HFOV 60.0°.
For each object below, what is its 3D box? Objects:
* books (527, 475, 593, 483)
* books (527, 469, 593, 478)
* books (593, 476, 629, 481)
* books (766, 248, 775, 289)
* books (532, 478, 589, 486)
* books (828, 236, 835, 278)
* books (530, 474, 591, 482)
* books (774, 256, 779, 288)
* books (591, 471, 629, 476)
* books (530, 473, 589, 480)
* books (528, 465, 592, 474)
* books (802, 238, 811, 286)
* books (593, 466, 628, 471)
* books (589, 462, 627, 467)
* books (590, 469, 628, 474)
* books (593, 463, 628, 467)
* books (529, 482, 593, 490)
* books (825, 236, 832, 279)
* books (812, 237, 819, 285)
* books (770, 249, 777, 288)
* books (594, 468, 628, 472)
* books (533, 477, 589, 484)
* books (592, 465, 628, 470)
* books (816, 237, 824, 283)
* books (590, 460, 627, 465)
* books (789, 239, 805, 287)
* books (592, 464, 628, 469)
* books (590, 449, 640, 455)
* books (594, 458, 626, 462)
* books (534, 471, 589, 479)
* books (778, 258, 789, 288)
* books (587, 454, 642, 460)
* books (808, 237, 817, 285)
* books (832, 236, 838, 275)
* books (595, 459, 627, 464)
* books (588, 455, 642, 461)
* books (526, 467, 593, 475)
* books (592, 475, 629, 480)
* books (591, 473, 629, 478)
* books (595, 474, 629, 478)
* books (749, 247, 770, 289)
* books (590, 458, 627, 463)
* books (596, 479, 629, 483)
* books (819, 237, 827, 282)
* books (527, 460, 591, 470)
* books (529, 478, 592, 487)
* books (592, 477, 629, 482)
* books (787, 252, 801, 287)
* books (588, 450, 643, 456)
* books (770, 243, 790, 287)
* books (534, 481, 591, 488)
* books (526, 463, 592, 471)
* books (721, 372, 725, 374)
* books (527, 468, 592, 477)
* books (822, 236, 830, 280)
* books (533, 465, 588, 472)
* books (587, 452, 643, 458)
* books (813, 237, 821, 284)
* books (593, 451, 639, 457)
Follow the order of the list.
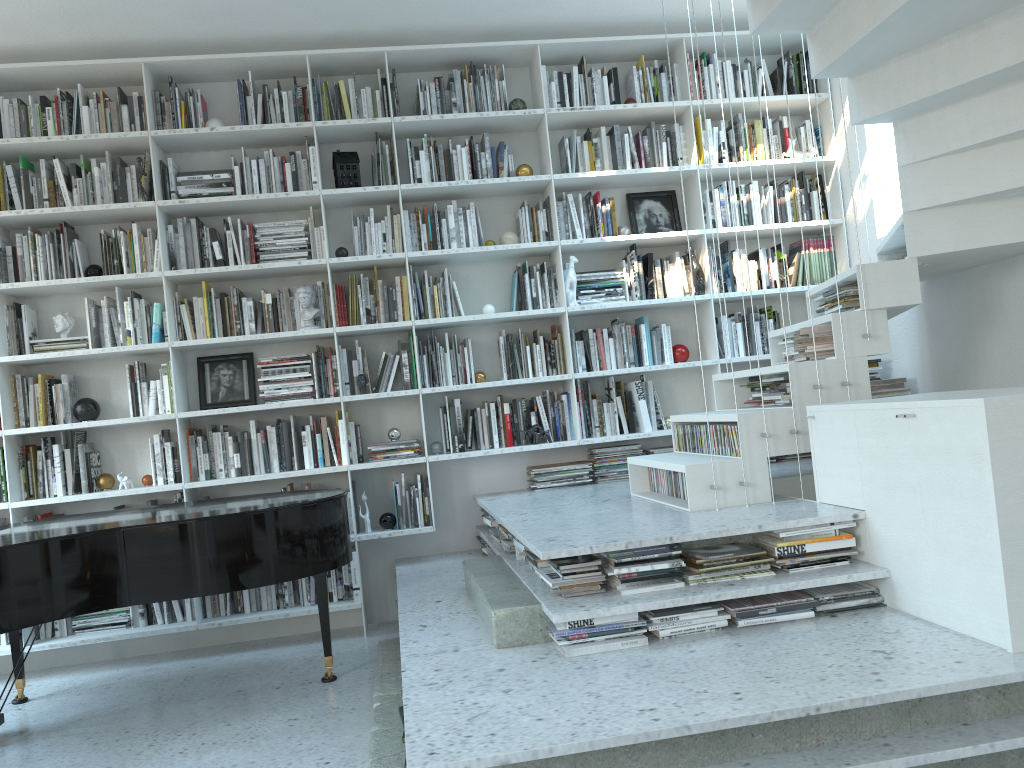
[{"bbox_3d":[0.270,0.536,5.049,0.345,0.007,0.193,-6,-2,-10],"label":"books"},{"bbox_3d":[0.270,0.505,5.047,0.345,0.007,0.193,-6,-2,-11],"label":"books"},{"bbox_3d":[0.603,0.534,5.091,0.254,0.007,0.161,-6,-2,-4],"label":"books"},{"bbox_3d":[1.508,-0.664,5.265,0.012,0.254,0.161,-6,-1,-8],"label":"books"},{"bbox_3d":[0.271,0.551,5.043,0.308,0.008,0.195,-6,-2,-4],"label":"books"},{"bbox_3d":[1.874,-0.722,5.291,0.018,0.293,0.169,-6,-1,-8],"label":"books"},{"bbox_3d":[0.270,0.528,5.041,0.308,0.008,0.195,-6,-2,-13],"label":"books"},{"bbox_3d":[1.547,-0.644,5.276,0.014,0.207,0.138,-6,-1,-8],"label":"books"},{"bbox_3d":[0.602,0.506,5.089,0.285,0.007,0.159,-6,-2,-3],"label":"books"},{"bbox_3d":[0.268,0.521,5.054,0.308,0.008,0.195,-6,-2,-8],"label":"books"},{"bbox_3d":[0.267,0.483,5.050,0.345,0.007,0.193,-6,-2,-6],"label":"books"},{"bbox_3d":[1.723,-0.706,5.280,0.033,0.294,0.169,-6,-1,-8],"label":"books"},{"bbox_3d":[0.598,0.479,5.091,0.285,0.007,0.159,-6,-2,-12],"label":"books"},{"bbox_3d":[0.595,0.452,5.099,0.285,0.007,0.159,-6,-2,-7],"label":"books"},{"bbox_3d":[0.600,0.492,5.096,0.285,0.007,0.159,-6,-2,-6],"label":"books"},{"bbox_3d":[0.595,0.458,5.099,0.254,0.007,0.161,-6,-2,-7],"label":"books"},{"bbox_3d":[0.273,0.573,5.042,0.345,0.007,0.193,-6,-2,-4],"label":"books"},{"bbox_3d":[1.855,-0.720,5.299,0.018,0.293,0.169,-6,-1,-8],"label":"books"},{"bbox_3d":[1.765,-0.711,5.286,0.018,0.293,0.169,-6,-1,-8],"label":"books"},{"bbox_3d":[1.526,-0.663,5.271,0.025,0.248,0.134,-6,-1,-8],"label":"books"},{"bbox_3d":[0.599,0.485,5.092,0.254,0.007,0.161,-6,-2,-12],"label":"books"},{"bbox_3d":[0.269,0.543,5.048,0.308,0.008,0.195,-6,-2,-6],"label":"books"},{"bbox_3d":[0.597,0.472,5.098,0.254,0.007,0.161,-6,-2,-7],"label":"books"},{"bbox_3d":[1.801,-0.714,5.287,0.018,0.293,0.169,-6,-1,-8],"label":"books"},{"bbox_3d":[0.593,0.445,5.102,0.285,0.007,0.159,-6,-2,-8],"label":"books"},{"bbox_3d":[1.686,-0.700,5.275,0.072,0.291,0.169,-6,-1,-8],"label":"books"},{"bbox_3d":[0.597,0.465,5.089,0.285,0.007,0.159,-6,-2,-13],"label":"books"},{"bbox_3d":[0.590,0.390,5.091,0.254,0.006,0.161,-6,-2,-13],"label":"books"},{"bbox_3d":[0.589,0.428,5.099,0.254,0.006,0.161,-6,-2,-9],"label":"books"},{"bbox_3d":[0.271,0.513,5.042,0.308,0.008,0.195,-6,-2,-3],"label":"books"},{"bbox_3d":[1.573,-0.635,5.239,0.024,0.181,0.191,-6,-1,-8],"label":"books"},{"bbox_3d":[0.588,0.417,5.099,0.285,0.005,0.159,-6,-2,-9],"label":"books"},{"bbox_3d":[1.749,-0.709,5.270,0.018,0.293,0.169,-6,-1,-8],"label":"books"},{"bbox_3d":[1.890,-0.723,5.304,0.018,0.293,0.169,-6,-1,-8],"label":"books"},{"bbox_3d":[0.590,0.439,5.101,0.254,0.006,0.161,-6,-2,-8],"label":"books"},{"bbox_3d":[0.589,0.423,5.099,0.285,0.005,0.159,-6,-2,-7],"label":"books"},{"bbox_3d":[0.269,0.490,5.042,0.345,0.007,0.193,-6,-2,-13],"label":"books"},{"bbox_3d":[0.601,0.527,5.099,0.254,0.007,0.161,-6,-2,-8],"label":"books"},{"bbox_3d":[0.600,0.513,5.091,0.285,0.007,0.159,-6,-2,-12],"label":"books"},{"bbox_3d":[0.600,0.520,5.097,0.254,0.007,0.161,-6,-2,-7],"label":"books"},{"bbox_3d":[1.466,-0.663,5.252,0.029,0.259,0.171,-6,-1,-8],"label":"books"},{"bbox_3d":[0.590,0.433,5.097,0.285,0.005,0.159,-6,-2,-10],"label":"books"},{"bbox_3d":[0.604,0.547,5.092,0.254,0.007,0.161,-6,-2,-5],"label":"books"},{"bbox_3d":[1.819,-0.716,5.294,0.018,0.293,0.169,-6,-1,-8],"label":"books"},{"bbox_3d":[0.265,0.461,5.051,0.345,0.007,0.193,-6,-2,-6],"label":"books"},{"bbox_3d":[0.272,0.558,5.040,0.345,0.007,0.193,-6,-2,-3],"label":"books"},{"bbox_3d":[0.602,0.541,5.100,0.285,0.007,0.159,-6,-2,-8],"label":"books"},{"bbox_3d":[1.651,-0.657,5.267,0.088,0.217,0.167,-6,-1,-8],"label":"books"},{"bbox_3d":[0.590,0.395,5.095,0.285,0.005,0.159,-6,-2,-11],"label":"books"},{"bbox_3d":[1.589,-0.684,5.271,0.026,0.277,0.170,-6,-1,-8],"label":"books"},{"bbox_3d":[0.272,0.566,5.043,0.308,0.008,0.195,-6,-2,-12],"label":"books"},{"bbox_3d":[0.266,0.468,5.051,0.345,0.007,0.193,-6,-2,-10],"label":"books"},{"bbox_3d":[1.214,0.080,5.120,0.011,0.293,0.144,-6,-1,-8],"label":"books"},{"bbox_3d":[0.269,0.498,5.050,0.345,0.007,0.193,-6,-2,-6],"label":"books"},{"bbox_3d":[1.837,-0.718,5.291,0.018,0.293,0.169,-6,-1,-8],"label":"books"},{"bbox_3d":[0.266,0.476,5.050,0.308,0.008,0.195,-6,-2,-6],"label":"books"},{"bbox_3d":[0.588,0.406,5.092,0.285,0.005,0.159,-6,-2,-12],"label":"books"},{"bbox_3d":[1.783,-0.712,5.289,0.018,0.293,0.169,-6,-1,-8],"label":"books"},{"bbox_3d":[0.590,0.401,5.093,0.254,0.006,0.161,-6,-2,-4],"label":"books"}]
